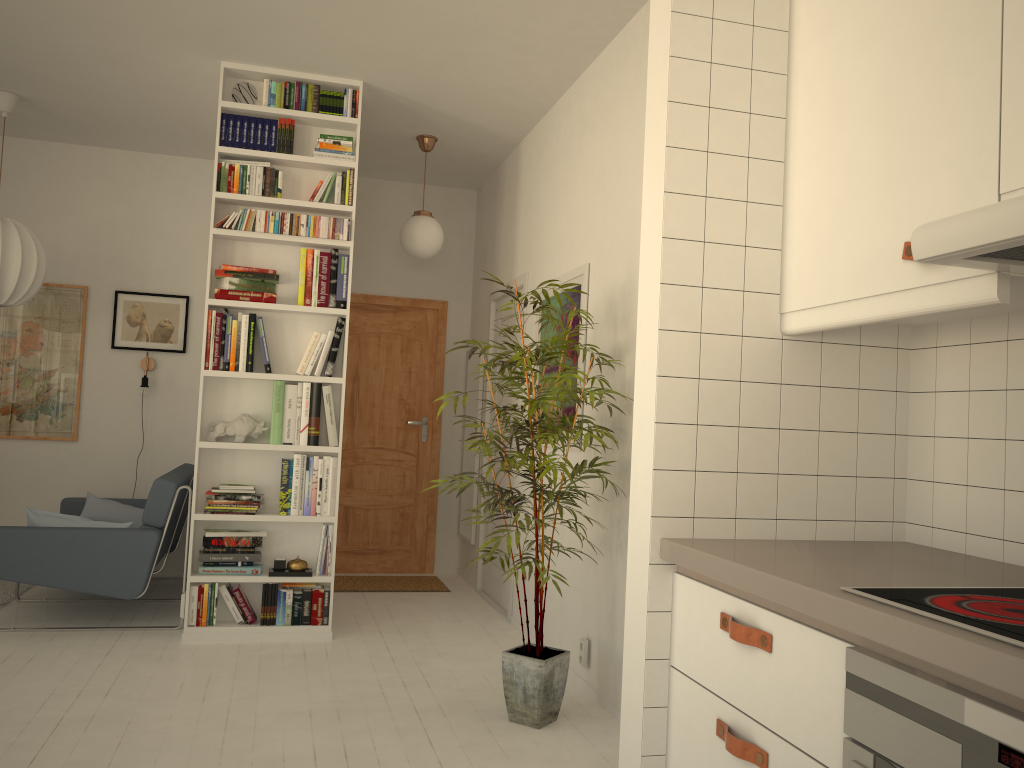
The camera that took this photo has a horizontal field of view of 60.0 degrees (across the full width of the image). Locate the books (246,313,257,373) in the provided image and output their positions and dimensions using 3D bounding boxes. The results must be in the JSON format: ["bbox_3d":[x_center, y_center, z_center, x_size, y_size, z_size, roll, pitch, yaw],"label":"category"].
[{"bbox_3d":[-1.341,-0.207,4.561,0.033,0.306,0.150,4,-3,-15],"label":"books"}]

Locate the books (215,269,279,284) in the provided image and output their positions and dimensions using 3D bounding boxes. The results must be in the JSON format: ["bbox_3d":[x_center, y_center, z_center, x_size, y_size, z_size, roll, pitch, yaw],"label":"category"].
[{"bbox_3d":[-1.369,-0.548,4.599,0.314,0.035,0.205,3,-3,-15],"label":"books"}]

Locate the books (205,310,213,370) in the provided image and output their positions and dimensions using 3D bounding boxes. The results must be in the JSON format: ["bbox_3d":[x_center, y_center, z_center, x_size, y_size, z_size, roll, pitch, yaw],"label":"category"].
[{"bbox_3d":[-1.544,-0.216,4.535,0.021,0.301,0.222,4,-3,-15],"label":"books"}]

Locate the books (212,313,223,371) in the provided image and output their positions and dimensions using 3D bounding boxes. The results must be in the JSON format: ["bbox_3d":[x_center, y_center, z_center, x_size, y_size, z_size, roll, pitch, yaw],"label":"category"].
[{"bbox_3d":[-1.499,-0.209,4.533,0.032,0.291,0.203,4,-3,-15],"label":"books"}]

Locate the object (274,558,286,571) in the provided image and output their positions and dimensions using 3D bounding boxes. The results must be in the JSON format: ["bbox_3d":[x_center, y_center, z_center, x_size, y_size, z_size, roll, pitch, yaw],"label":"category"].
[{"bbox_3d":[-1.188,0.925,4.538,0.058,0.055,0.058,3,-3,-15],"label":"object"}]

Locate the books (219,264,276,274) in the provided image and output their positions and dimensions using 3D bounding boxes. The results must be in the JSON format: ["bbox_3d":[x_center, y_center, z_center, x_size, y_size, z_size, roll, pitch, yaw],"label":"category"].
[{"bbox_3d":[-1.373,-0.578,4.590,0.266,0.026,0.203,4,-3,-25],"label":"books"}]

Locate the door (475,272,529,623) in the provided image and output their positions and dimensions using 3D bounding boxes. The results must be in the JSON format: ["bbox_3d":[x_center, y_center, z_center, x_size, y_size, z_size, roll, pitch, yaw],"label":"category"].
[{"bbox_3d":[-0.021,0.374,5.610,0.166,2.034,0.955,4,-3,-15],"label":"door"}]

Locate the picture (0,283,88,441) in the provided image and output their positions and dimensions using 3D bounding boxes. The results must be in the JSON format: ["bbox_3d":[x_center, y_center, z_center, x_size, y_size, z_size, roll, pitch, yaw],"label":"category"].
[{"bbox_3d":[-3.318,-0.163,5.909,0.838,1.053,0.012,3,-3,-15],"label":"picture"}]

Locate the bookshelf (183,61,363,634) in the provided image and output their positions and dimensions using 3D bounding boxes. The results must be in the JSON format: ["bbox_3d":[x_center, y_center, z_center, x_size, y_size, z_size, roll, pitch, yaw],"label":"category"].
[{"bbox_3d":[-1.227,-0.161,4.614,0.710,2.901,0.249,3,-3,-15],"label":"bookshelf"}]

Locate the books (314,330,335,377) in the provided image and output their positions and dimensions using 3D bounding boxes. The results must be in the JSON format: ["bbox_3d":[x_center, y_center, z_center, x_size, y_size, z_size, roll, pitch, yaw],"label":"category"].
[{"bbox_3d":[-0.992,-0.154,4.672,0.092,0.244,0.196,3,-3,-15],"label":"books"}]

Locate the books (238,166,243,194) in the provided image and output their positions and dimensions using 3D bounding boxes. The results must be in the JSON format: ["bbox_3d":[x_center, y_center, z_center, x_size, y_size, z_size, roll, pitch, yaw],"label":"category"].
[{"bbox_3d":[-1.403,-1.030,4.595,0.013,0.149,0.208,4,-3,-15],"label":"books"}]

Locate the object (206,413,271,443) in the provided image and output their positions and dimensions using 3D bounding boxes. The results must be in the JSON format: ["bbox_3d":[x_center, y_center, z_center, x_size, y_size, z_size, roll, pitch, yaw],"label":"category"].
[{"bbox_3d":[-1.388,0.223,4.512,0.311,0.150,0.137,3,-3,-7],"label":"object"}]

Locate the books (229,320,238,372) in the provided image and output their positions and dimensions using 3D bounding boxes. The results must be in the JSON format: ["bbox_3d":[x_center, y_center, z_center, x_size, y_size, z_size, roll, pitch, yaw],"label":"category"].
[{"bbox_3d":[-1.422,-0.188,4.544,0.024,0.260,0.199,4,-3,-15],"label":"books"}]

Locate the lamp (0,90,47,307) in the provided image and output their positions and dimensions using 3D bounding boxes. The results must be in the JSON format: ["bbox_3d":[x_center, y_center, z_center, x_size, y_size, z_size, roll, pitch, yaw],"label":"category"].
[{"bbox_3d":[-2.947,-1.062,5.091,0.536,1.229,0.536,2,-3,19],"label":"lamp"}]

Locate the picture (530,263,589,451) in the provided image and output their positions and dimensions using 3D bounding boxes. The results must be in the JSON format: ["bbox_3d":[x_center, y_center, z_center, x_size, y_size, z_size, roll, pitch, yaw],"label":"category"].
[{"bbox_3d":[0.230,-0.115,4.505,0.012,0.877,0.822,4,-3,-15],"label":"picture"}]

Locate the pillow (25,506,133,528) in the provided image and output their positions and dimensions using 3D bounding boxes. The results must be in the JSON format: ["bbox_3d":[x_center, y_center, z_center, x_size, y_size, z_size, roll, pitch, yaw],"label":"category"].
[{"bbox_3d":[-2.219,0.797,4.523,0.533,0.354,0.141,3,-3,-15],"label":"pillow"}]

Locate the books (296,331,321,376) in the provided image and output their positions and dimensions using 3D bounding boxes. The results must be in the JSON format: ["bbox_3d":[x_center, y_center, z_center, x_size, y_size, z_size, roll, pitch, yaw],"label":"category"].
[{"bbox_3d":[-1.061,-0.155,4.623,0.115,0.232,0.133,3,-3,-15],"label":"books"}]

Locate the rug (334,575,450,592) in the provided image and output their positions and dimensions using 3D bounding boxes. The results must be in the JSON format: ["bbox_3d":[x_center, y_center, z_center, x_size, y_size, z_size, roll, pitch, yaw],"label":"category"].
[{"bbox_3d":[-0.933,1.367,6.062,0.941,0.002,0.553,3,-2,-15],"label":"rug"}]

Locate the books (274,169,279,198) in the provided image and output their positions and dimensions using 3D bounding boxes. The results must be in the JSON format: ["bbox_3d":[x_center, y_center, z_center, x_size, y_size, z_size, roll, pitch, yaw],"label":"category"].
[{"bbox_3d":[-1.229,-1.023,4.630,0.016,0.158,0.146,4,-3,-15],"label":"books"}]

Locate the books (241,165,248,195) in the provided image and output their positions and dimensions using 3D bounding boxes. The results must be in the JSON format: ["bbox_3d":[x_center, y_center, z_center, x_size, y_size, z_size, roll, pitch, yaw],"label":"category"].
[{"bbox_3d":[-1.384,-1.032,4.601,0.024,0.155,0.188,4,-3,-15],"label":"books"}]

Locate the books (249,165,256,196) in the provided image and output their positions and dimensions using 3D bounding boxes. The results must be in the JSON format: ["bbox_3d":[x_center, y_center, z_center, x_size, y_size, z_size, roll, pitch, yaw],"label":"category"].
[{"bbox_3d":[-1.346,-1.030,4.612,0.028,0.160,0.222,4,-3,-15],"label":"books"}]

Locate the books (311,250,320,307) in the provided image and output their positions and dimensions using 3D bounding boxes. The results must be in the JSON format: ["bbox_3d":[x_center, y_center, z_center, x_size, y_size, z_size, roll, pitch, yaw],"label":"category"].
[{"bbox_3d":[-1.038,-0.542,4.674,0.029,0.301,0.185,4,-3,-15],"label":"books"}]

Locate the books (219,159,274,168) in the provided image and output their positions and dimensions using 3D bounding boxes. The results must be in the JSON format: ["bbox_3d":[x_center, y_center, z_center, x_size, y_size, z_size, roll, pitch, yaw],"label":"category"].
[{"bbox_3d":[-1.369,-1.122,4.607,0.255,0.022,0.189,3,-2,-4],"label":"books"}]

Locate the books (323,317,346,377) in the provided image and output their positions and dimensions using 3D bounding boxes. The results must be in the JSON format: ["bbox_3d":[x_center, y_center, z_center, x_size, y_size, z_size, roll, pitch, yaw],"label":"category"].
[{"bbox_3d":[-0.938,-0.189,4.680,0.092,0.319,0.179,3,-3,-15],"label":"books"}]

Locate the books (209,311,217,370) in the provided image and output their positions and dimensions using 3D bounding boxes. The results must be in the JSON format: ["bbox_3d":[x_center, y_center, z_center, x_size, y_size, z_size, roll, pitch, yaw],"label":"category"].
[{"bbox_3d":[-1.525,-0.215,4.534,0.015,0.301,0.207,4,-3,-15],"label":"books"}]

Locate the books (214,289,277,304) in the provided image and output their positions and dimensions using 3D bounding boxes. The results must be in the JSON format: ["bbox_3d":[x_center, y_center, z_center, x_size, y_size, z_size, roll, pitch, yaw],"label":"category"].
[{"bbox_3d":[-1.369,-0.439,4.572,0.300,0.056,0.202,3,-3,-15],"label":"books"}]

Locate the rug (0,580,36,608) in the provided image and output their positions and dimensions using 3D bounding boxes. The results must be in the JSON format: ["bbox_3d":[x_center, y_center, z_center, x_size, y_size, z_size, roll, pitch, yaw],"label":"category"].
[{"bbox_3d":[-3.466,1.187,4.810,1.304,0.012,1.660,3,-2,-13],"label":"rug"}]

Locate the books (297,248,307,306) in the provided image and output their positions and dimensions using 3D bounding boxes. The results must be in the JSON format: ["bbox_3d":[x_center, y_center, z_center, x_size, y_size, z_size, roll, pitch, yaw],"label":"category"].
[{"bbox_3d":[-1.107,-0.549,4.668,0.032,0.300,0.200,4,-3,-15],"label":"books"}]

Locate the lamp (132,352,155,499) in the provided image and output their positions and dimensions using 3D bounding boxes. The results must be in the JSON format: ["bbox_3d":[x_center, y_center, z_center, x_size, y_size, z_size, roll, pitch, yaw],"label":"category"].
[{"bbox_3d":[-2.654,0.477,5.992,0.360,1.416,0.112,3,-3,-15],"label":"lamp"}]

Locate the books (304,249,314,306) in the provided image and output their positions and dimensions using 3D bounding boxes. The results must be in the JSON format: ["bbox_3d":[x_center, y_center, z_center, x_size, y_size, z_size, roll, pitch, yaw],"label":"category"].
[{"bbox_3d":[-1.071,-0.544,4.671,0.039,0.302,0.199,4,-3,-15],"label":"books"}]

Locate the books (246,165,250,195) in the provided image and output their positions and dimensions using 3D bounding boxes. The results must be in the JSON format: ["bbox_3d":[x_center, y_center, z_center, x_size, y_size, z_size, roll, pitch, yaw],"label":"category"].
[{"bbox_3d":[-1.362,-1.030,4.590,0.012,0.155,0.208,4,-3,-15],"label":"books"}]

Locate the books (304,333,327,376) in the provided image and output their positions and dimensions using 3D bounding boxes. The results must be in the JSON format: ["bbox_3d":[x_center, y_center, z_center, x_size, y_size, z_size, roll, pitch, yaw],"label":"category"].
[{"bbox_3d":[-1.029,-0.151,4.639,0.105,0.225,0.138,3,-3,-15],"label":"books"}]

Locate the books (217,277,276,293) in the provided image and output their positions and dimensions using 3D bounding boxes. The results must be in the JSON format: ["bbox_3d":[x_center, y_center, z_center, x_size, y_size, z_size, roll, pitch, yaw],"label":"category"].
[{"bbox_3d":[-1.370,-0.498,4.583,0.268,0.064,0.128,5,-3,-44],"label":"books"}]

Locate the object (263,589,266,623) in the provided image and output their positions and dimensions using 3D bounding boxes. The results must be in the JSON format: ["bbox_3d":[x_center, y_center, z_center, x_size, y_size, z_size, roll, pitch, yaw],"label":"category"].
[{"bbox_3d":[-1.262,1.126,4.532,0.025,0.175,0.150,4,-3,-15],"label":"object"}]

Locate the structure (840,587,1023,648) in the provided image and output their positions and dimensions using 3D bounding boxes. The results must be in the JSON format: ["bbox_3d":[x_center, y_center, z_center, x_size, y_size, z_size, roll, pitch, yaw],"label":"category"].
[{"bbox_3d":[0.819,0.313,0.990,0.504,0.057,0.763,3,-2,-15],"label":"structure"}]

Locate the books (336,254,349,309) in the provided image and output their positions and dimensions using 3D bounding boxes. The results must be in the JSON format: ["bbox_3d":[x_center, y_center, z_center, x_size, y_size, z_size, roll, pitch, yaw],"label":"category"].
[{"bbox_3d":[-0.904,-0.528,4.700,0.054,0.289,0.179,3,-3,-15],"label":"books"}]

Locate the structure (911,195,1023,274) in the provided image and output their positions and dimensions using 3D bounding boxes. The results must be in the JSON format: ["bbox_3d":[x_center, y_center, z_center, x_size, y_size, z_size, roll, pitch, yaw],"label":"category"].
[{"bbox_3d":[0.892,-0.209,1.016,0.482,0.073,0.680,3,-2,-15],"label":"structure"}]

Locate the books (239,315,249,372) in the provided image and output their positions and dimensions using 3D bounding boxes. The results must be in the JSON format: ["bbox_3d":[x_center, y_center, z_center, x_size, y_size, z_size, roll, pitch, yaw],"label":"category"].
[{"bbox_3d":[-1.375,-0.201,4.560,0.032,0.291,0.189,4,-3,-15],"label":"books"}]

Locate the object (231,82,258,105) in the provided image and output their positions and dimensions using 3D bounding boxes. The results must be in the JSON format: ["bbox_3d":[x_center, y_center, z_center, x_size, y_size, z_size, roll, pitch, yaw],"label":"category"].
[{"bbox_3d":[-1.374,-1.485,4.559,0.131,0.131,0.131,4,-3,-19],"label":"object"}]

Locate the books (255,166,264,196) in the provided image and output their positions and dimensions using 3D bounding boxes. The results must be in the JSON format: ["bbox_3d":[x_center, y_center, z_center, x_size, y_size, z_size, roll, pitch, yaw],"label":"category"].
[{"bbox_3d":[-1.314,-1.026,4.612,0.035,0.158,0.199,3,-3,-15],"label":"books"}]

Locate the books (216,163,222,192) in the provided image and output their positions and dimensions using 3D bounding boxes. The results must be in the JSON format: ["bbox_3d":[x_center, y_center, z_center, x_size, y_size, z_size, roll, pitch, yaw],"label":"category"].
[{"bbox_3d":[-1.507,-1.038,4.580,0.019,0.156,0.205,4,-3,-15],"label":"books"}]

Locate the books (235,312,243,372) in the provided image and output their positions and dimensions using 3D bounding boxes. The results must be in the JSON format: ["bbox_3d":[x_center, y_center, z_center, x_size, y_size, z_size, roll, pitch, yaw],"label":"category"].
[{"bbox_3d":[-1.404,-0.207,4.567,0.020,0.304,0.193,4,-3,-15],"label":"books"}]

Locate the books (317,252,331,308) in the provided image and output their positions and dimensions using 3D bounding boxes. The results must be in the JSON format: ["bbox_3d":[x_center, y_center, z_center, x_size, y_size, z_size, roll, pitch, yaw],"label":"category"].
[{"bbox_3d":[-0.995,-0.535,4.678,0.059,0.291,0.182,3,-3,-15],"label":"books"}]

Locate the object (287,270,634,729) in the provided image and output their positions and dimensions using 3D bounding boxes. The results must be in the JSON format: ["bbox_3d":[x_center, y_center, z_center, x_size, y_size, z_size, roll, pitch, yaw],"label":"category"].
[{"bbox_3d":[-0.244,0.453,3.925,0.778,1.712,2.088,5,-3,-34],"label":"object"}]

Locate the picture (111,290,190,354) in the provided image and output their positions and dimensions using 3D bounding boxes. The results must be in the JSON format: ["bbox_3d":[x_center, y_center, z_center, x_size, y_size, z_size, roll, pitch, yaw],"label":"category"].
[{"bbox_3d":[-2.498,-0.427,6.132,0.481,0.402,0.015,3,-3,-15],"label":"picture"}]

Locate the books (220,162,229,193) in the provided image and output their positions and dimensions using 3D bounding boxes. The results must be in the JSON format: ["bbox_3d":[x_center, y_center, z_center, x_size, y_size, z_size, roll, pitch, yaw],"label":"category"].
[{"bbox_3d":[-1.474,-1.038,4.564,0.034,0.162,0.197,3,-3,-15],"label":"books"}]

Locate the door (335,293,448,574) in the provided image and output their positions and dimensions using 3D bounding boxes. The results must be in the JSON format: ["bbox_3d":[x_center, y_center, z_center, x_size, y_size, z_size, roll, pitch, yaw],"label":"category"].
[{"bbox_3d":[-0.992,0.366,6.545,0.931,2.033,0.159,3,-3,-15],"label":"door"}]

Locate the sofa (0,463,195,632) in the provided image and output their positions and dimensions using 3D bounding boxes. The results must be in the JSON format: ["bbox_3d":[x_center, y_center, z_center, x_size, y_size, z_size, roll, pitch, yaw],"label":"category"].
[{"bbox_3d":[-2.327,0.875,5.160,0.964,0.773,1.602,3,-3,-15],"label":"sofa"}]

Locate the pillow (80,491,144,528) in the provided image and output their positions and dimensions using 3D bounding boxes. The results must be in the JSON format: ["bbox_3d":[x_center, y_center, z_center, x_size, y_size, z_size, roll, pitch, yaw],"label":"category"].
[{"bbox_3d":[-2.538,0.843,5.757,0.539,0.277,0.157,3,-3,-13],"label":"pillow"}]

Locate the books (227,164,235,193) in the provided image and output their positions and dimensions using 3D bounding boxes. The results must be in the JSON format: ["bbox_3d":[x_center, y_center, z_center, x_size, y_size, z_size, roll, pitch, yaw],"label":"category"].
[{"bbox_3d":[-1.445,-1.032,4.574,0.030,0.149,0.202,3,-3,-15],"label":"books"}]

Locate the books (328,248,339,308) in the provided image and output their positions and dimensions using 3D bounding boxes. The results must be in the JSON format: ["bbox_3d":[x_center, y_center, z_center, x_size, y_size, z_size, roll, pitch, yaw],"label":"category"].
[{"bbox_3d":[-0.949,-0.545,4.690,0.039,0.317,0.161,4,-3,-15],"label":"books"}]

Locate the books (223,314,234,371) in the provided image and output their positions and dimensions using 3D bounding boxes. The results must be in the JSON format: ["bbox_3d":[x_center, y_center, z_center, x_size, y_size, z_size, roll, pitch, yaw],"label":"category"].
[{"bbox_3d":[-1.449,-0.205,4.544,0.030,0.289,0.200,4,-3,-15],"label":"books"}]

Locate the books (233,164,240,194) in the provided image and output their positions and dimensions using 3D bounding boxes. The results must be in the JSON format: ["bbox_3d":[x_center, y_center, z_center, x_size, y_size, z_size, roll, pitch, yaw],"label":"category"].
[{"bbox_3d":[-1.417,-1.032,4.576,0.023,0.152,0.199,4,-3,-15],"label":"books"}]

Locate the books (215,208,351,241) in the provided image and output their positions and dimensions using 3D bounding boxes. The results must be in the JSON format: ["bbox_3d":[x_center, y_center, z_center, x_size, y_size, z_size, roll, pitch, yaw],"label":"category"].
[{"bbox_3d":[-1.195,-0.813,4.643,0.664,0.110,0.278,3,-3,-15],"label":"books"}]

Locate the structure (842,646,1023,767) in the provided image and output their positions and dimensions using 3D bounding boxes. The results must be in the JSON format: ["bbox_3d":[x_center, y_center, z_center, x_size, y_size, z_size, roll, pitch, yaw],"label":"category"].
[{"bbox_3d":[0.856,0.599,0.981,0.704,0.447,0.682,3,-3,-15],"label":"structure"}]

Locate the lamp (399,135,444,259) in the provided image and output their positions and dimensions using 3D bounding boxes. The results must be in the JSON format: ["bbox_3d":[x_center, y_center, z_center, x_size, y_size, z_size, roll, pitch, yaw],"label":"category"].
[{"bbox_3d":[-0.550,-1.159,5.530,0.275,0.768,0.275,4,-3,-20],"label":"lamp"}]
